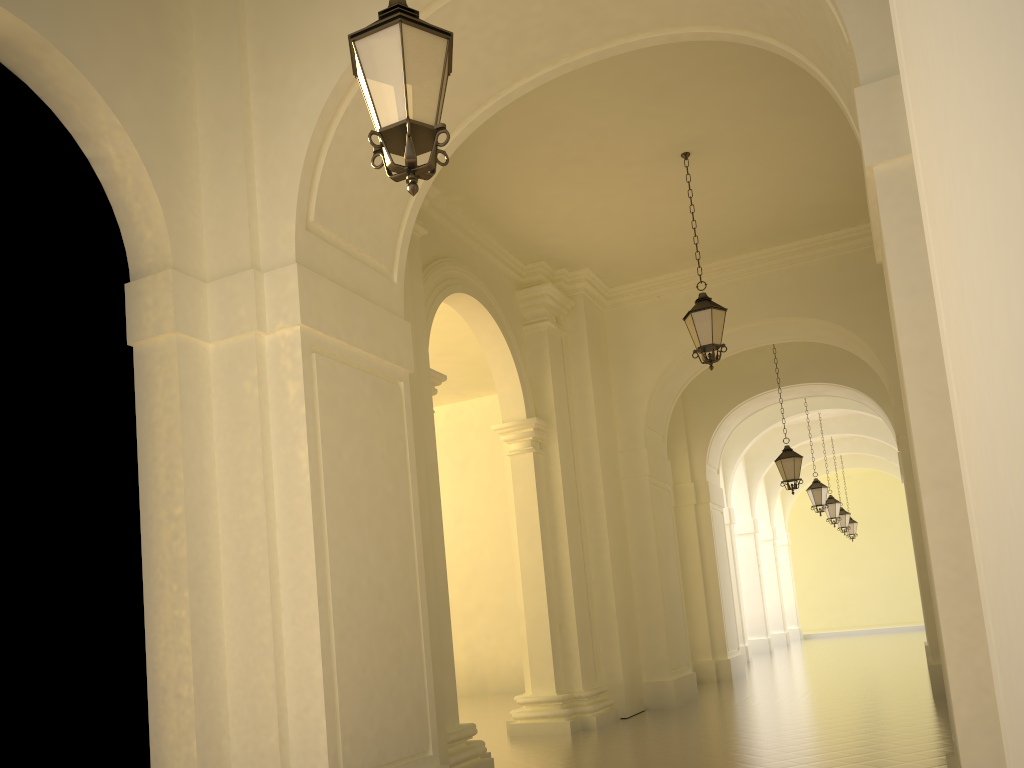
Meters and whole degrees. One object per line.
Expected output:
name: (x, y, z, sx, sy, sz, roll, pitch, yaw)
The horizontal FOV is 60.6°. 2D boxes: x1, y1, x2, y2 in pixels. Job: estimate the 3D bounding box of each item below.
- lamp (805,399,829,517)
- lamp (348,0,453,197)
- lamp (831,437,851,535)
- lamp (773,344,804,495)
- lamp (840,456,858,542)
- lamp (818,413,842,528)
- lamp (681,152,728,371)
lamp: (6.921, 1.437, 20.241, 0.514, 3.245, 0.447, -8, -8, 24)
lamp: (-0.570, -2.402, 3.925, 0.442, 3.245, 0.521, -5, -7, -6)
lamp: (10.136, 3.085, 27.244, 0.514, 3.245, 0.447, -8, -8, 24)
lamp: (4.819, 0.359, 15.662, 0.442, 3.245, 0.521, -5, -7, -6)
lamp: (11.720, 3.896, 30.693, 0.514, 3.245, 0.447, -8, -8, 24)
lamp: (8.543, 2.268, 23.775, 0.514, 3.245, 0.447, -8, -8, 24)
lamp: (2.097, -1.388, 9.855, 0.510, 2.516, 0.451, 0, -9, -36)
